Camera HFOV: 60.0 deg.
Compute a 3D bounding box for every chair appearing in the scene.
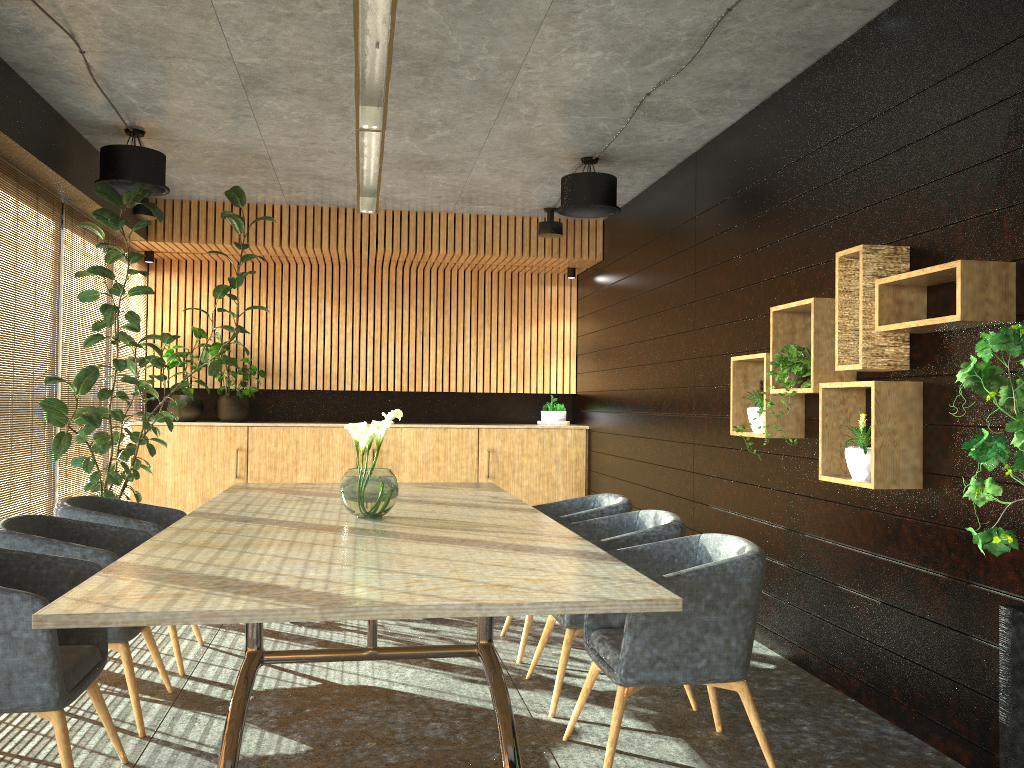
[{"bbox_3d":[-2.208,1.121,5.097,0.761,0.944,0.706,1,-1,-10],"label":"chair"},{"bbox_3d":[0.658,1.128,3.761,0.761,0.944,0.706,1,-1,-10],"label":"chair"},{"bbox_3d":[-2.056,1.103,4.211,0.761,0.944,0.706,1,-1,-10],"label":"chair"},{"bbox_3d":[0.507,1.146,4.647,0.761,0.944,0.706,1,-1,-10],"label":"chair"},{"bbox_3d":[0.356,1.164,5.534,0.761,0.944,0.706,1,-1,-10],"label":"chair"},{"bbox_3d":[-1.905,1.085,3.324,0.761,0.944,0.706,1,-1,-10],"label":"chair"}]

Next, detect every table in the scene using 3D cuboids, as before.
[{"bbox_3d":[-0.718,1.133,4.438,1.816,0.927,3.932,1,-1,-10],"label":"table"}]

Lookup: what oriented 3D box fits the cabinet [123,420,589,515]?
[{"bbox_3d":[-1.652,1.077,9.959,4.954,1.272,1.006,1,-1,-10],"label":"cabinet"}]

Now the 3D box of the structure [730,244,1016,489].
[{"bbox_3d":[1.680,-0.076,4.538,0.242,1.130,2.172,1,-1,-10],"label":"structure"}]

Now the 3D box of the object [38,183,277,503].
[{"bbox_3d":[-3.179,-0.004,7.283,1.958,3.266,1.875,0,-1,29],"label":"object"}]

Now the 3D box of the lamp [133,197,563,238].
[{"bbox_3d":[-1.543,-1.683,8.674,4.179,0.294,0.257,1,-1,-10],"label":"lamp"}]

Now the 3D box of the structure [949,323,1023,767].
[{"bbox_3d":[1.800,0.582,2.044,0.952,1.987,2.081,1,-1,-8],"label":"structure"}]

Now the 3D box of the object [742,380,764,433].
[{"bbox_3d":[1.502,0.134,5.334,0.241,0.318,0.226,2,-2,-35],"label":"object"}]

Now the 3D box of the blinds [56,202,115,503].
[{"bbox_3d":[-3.707,0.078,7.735,0.039,3.038,1.422,1,-1,-10],"label":"blinds"}]

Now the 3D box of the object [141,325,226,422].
[{"bbox_3d":[-3.569,-0.119,9.568,0.666,1.054,0.640,0,-2,32],"label":"object"}]

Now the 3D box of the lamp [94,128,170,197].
[{"bbox_3d":[-2.807,-1.660,6.575,0.513,0.497,0.513,2,-2,-39],"label":"lamp"}]

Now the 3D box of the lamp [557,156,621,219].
[{"bbox_3d":[0.621,-1.603,7.158,0.513,0.497,0.513,0,-1,20],"label":"lamp"}]

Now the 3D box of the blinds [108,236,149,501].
[{"bbox_3d":[-3.954,0.108,9.182,0.039,3.038,1.422,1,-1,-10],"label":"blinds"}]

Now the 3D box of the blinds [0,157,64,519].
[{"bbox_3d":[-3.456,0.048,6.263,0.039,3.038,1.422,1,-1,-10],"label":"blinds"}]

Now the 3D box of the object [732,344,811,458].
[{"bbox_3d":[1.479,0.099,4.825,0.401,0.633,0.445,1,-1,-29],"label":"object"}]

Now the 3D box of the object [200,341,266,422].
[{"bbox_3d":[-3.062,-0.024,9.638,0.679,0.880,0.512,1,-1,-6],"label":"object"}]

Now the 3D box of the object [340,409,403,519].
[{"bbox_3d":[-0.716,0.397,4.476,0.295,0.546,0.322,1,-1,0],"label":"object"}]

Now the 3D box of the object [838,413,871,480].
[{"bbox_3d":[1.684,0.299,4.278,0.226,0.318,0.241,1,-1,-10],"label":"object"}]

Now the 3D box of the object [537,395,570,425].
[{"bbox_3d":[0.489,0.307,10.412,0.384,0.347,0.384,0,-1,13],"label":"object"}]

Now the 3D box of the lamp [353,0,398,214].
[{"bbox_3d":[-0.714,-1.594,4.509,0.151,0.618,4.009,1,-1,-10],"label":"lamp"}]
